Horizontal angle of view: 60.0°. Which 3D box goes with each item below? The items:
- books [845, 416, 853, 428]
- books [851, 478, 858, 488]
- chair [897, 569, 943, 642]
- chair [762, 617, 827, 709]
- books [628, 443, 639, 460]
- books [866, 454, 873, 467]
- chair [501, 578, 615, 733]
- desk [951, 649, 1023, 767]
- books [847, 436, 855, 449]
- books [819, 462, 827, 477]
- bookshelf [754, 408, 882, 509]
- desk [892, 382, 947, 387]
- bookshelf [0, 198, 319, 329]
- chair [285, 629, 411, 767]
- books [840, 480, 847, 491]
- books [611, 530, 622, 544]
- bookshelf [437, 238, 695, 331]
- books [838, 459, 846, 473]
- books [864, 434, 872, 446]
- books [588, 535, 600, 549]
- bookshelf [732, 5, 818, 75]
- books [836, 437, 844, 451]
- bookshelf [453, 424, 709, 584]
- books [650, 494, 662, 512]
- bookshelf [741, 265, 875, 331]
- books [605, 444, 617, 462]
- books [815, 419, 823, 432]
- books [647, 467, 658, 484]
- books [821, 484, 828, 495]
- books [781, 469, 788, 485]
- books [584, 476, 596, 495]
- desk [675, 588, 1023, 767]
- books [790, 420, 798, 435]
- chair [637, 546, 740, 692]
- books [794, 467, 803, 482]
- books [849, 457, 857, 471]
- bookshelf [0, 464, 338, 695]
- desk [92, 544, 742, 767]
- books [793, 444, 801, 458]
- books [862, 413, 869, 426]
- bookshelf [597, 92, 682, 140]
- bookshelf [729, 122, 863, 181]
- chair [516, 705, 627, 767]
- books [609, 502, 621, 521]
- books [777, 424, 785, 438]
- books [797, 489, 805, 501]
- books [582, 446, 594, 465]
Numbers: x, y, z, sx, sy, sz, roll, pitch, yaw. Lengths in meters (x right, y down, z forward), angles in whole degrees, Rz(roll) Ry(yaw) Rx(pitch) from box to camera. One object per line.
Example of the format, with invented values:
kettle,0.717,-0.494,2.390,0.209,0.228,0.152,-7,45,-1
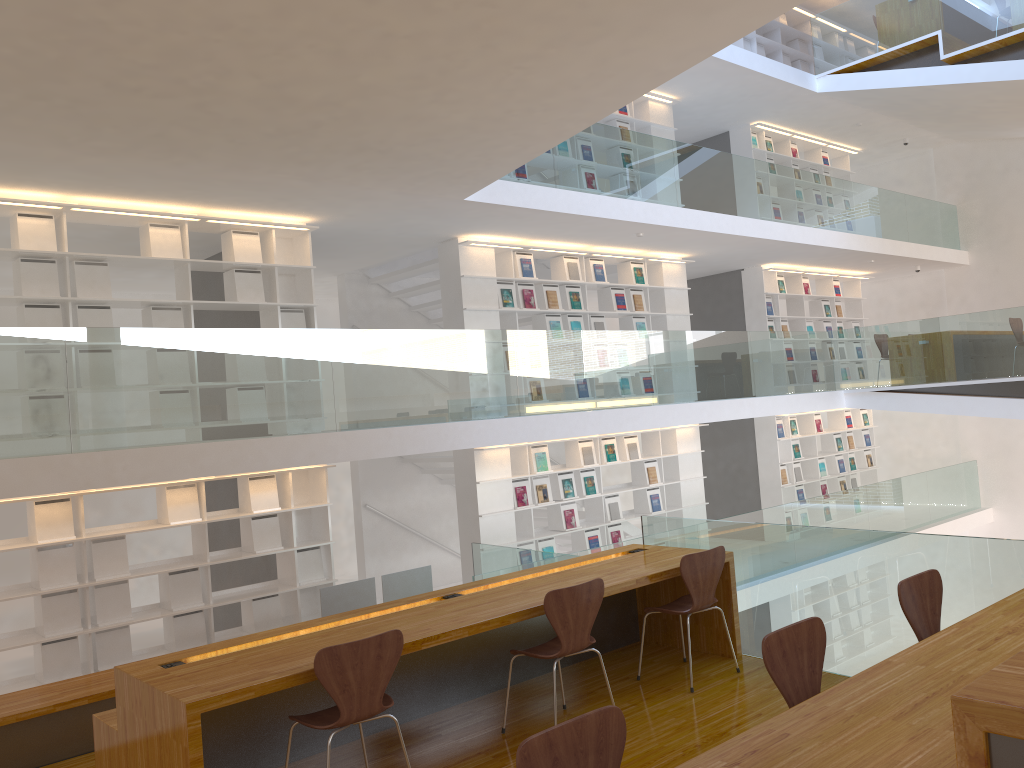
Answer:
books,5.263,0.601,13.839,0.145,0.210,0.037,-3,-2,-41
books,5.329,1.574,13.795,0.145,0.210,0.037,-3,-2,-41
chair,1.828,1.129,3.555,0.428,0.693,0.381,-3,-2,-41
chair,1.101,1.165,2.913,0.428,0.693,0.381,-3,-2,-41
books,1.418,0.795,10.352,0.145,0.210,0.037,-3,-2,-41
books,5.720,1.235,14.173,0.145,0.210,0.037,-3,-2,-41
chair,0.204,1.275,4.182,0.428,0.693,0.381,-3,-2,-41
desk,2.075,0.680,0.505,0.760,0.606,3.185,-3,-2,-41
books,5.287,0.915,13.829,0.145,0.210,0.037,-3,-2,-41
books,4.632,1.277,13.217,0.145,0.210,0.037,-3,-2,-41
bookshelf,4.790,1.251,13.403,2.984,1.836,0.498,-3,-2,-41
desk,6.110,-0.355,11.720,3.194,0.606,0.760,-3,-2,-41
bookshelf,-2.881,-0.438,6.833,2.984,1.836,0.498,-3,-2,-41
chair,-0.659,1.318,3.470,0.428,0.693,0.381,-3,-2,-41
books,5.080,1.586,13.576,0.145,0.210,0.037,-3,-2,-41
books,1.188,1.775,10.056,0.145,0.210,0.037,-3,-2,-41
bookshelf,0.837,-0.618,10.122,3.666,1.836,0.498,-3,-2,-41
books,5.053,1.263,13.584,0.145,0.210,0.037,-3,-2,-41
books,5.692,0.911,14.181,0.145,0.210,0.037,-3,-2,-41
books,0.912,1.788,9.813,0.145,0.210,0.037,-3,-2,-41
bookshelf,4.319,-4.851,13.601,2.984,1.836,0.498,-3,-2,-41
books,5.025,0.928,13.597,0.145,0.210,0.037,-3,-2,-41
bookshelf,0.962,1.440,10.094,3.666,1.836,0.397,-3,-2,-41
books,1.711,1.419,10.548,0.145,0.210,0.037,-3,-2,-41
bookshelf,4.631,-0.803,13.470,2.984,1.836,0.498,-3,-2,-41
books,1.125,0.789,10.096,0.145,0.210,0.037,-3,-2,-41
books,4.582,0.634,13.237,0.145,0.210,0.037,-3,-2,-41
books,1.672,1.093,10.550,0.145,0.210,0.037,-3,-2,-41
books,4.657,1.604,13.206,0.145,0.210,0.037,-3,-2,-41
books,3.831,1.310,12.510,0.145,0.210,0.037,-3,-2,-41
books,0.867,1.132,9.835,0.145,0.210,0.037,-3,-2,-41
desk,1.306,1.182,2.440,3.185,0.606,0.760,-3,-2,-41
books,4.059,0.623,12.779,0.145,0.210,0.037,-3,-2,-41
chair,0.932,1.240,4.824,0.428,0.693,0.381,-3,-2,-41
books,4.120,1.306,12.760,0.145,0.210,0.037,-3,-2,-41
books,5.304,1.250,13.806,0.145,0.210,0.037,-3,-2,-41
bookshelf,-2.722,1.615,6.767,2.984,1.836,0.498,-3,-2,-41
desk,-0.283,1.529,4.544,3.236,0.918,1.285,-3,-2,-41
books,4.106,0.975,12.781,0.145,0.210,0.037,-3,-2,-41
books,5.665,0.576,14.194,0.145,0.210,0.037,-3,-2,-41
bookshelf,0.680,-2.658,10.188,3.666,1.836,0.498,-3,-2,-41
bookshelf,4.474,-2.843,13.536,2.984,1.836,0.498,-3,-2,-41
chair,0.288,1.203,2.144,0.428,0.693,0.381,-3,-2,-41
books,1.166,1.455,10.065,0.145,0.210,0.037,-3,-2,-41
books,3.796,0.669,12.539,0.145,0.210,0.037,-3,-2,-41
books,4.163,1.624,12.766,0.145,0.210,0.037,-3,-2,-41
books,0.847,0.802,9.850,0.145,0.210,0.037,-3,-2,-41
